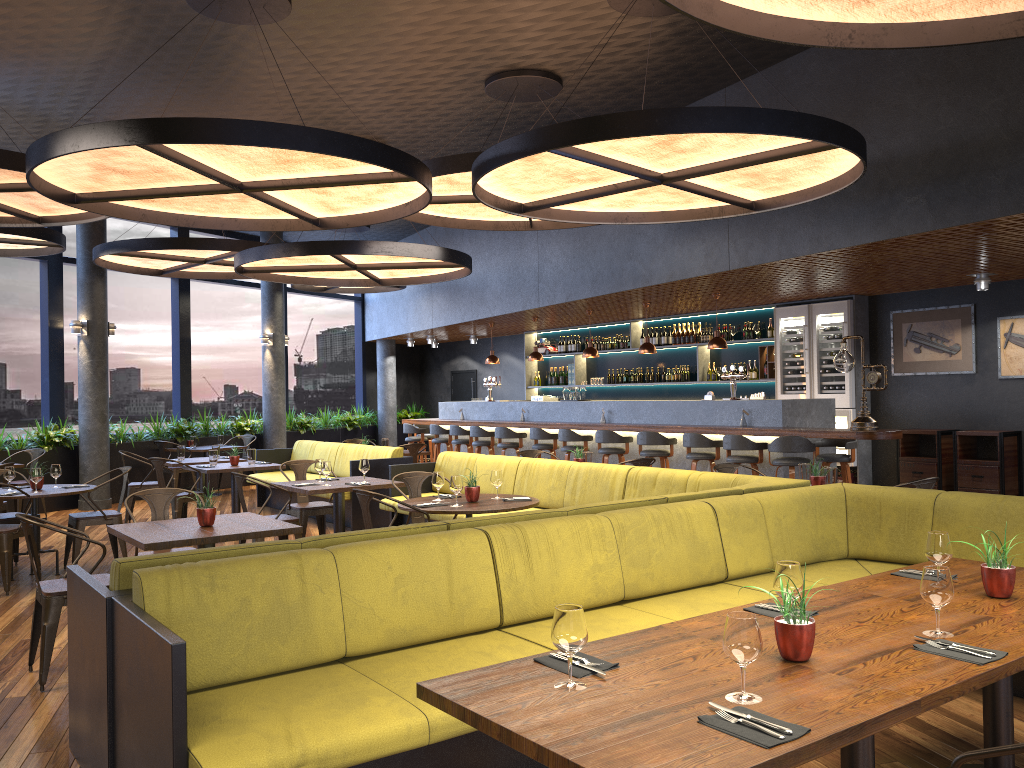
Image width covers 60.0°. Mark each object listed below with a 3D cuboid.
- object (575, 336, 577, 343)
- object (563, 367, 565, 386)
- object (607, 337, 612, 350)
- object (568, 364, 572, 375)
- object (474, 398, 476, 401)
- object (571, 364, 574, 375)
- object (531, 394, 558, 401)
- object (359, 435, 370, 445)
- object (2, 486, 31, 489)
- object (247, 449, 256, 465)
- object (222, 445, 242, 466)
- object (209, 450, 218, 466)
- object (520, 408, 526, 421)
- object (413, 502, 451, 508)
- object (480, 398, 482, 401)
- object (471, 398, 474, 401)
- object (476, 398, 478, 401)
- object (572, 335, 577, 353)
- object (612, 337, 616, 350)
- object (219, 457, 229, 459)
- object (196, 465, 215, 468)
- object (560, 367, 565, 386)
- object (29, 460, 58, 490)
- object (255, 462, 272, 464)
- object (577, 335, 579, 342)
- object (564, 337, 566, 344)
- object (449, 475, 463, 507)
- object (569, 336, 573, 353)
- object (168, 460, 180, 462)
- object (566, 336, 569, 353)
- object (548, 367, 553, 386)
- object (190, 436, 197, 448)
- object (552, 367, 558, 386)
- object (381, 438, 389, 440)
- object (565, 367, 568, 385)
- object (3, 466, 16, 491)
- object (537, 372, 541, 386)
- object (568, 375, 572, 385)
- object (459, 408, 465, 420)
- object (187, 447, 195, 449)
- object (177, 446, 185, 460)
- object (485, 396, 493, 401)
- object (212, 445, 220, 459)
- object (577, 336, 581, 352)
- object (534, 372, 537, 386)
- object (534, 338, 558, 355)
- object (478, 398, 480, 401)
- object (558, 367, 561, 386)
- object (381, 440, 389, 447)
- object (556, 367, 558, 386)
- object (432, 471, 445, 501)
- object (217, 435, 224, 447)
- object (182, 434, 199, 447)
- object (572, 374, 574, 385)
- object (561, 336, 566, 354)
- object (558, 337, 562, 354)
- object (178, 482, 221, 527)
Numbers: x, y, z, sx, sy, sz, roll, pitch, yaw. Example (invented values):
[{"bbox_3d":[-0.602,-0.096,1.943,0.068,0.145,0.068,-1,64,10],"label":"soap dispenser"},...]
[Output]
[{"bbox_3d":[1.139,-0.712,15.960,0.085,0.310,0.086,-1,-1,-9],"label":"object"},{"bbox_3d":[0.946,-0.142,16.265,0.094,0.340,0.094,-1,-1,-26],"label":"object"},{"bbox_3d":[1.664,-0.687,15.100,0.088,0.224,0.088,0,-1,-41],"label":"object"},{"bbox_3d":[1.069,-0.265,15.953,0.080,0.192,0.098,-1,-1,-36],"label":"object"},{"bbox_3d":[-0.670,0.283,15.970,0.042,0.059,0.042,-1,-1,-38],"label":"object"},{"bbox_3d":[1.127,-0.267,15.870,0.080,0.192,0.098,-1,-1,-36],"label":"object"},{"bbox_3d":[0.541,0.479,16.466,0.550,0.569,0.355,-1,-1,-36],"label":"object"},{"bbox_3d":[-1.969,0.793,11.855,0.238,0.271,0.260,-1,-1,-31],"label":"object"},{"bbox_3d":[-4.419,0.923,7.928,0.255,0.019,0.157,-1,-1,32],"label":"object"},{"bbox_3d":[-3.000,0.839,10.215,0.102,0.178,0.102,-1,-1,20],"label":"object"},{"bbox_3d":[-3.169,0.796,10.160,0.238,0.271,0.260,-1,-1,3],"label":"object"},{"bbox_3d":[-3.420,0.846,10.155,0.102,0.178,0.102,-1,-1,-30],"label":"object"},{"bbox_3d":[0.170,0.470,13.674,0.114,0.203,0.069,-1,-1,15],"label":"object"},{"bbox_3d":[-0.548,0.832,6.141,0.255,0.019,0.157,-1,-1,-33],"label":"object"},{"bbox_3d":[-0.556,0.282,16.059,0.042,0.059,0.042,-1,-1,-38],"label":"object"},{"bbox_3d":[-0.708,0.283,15.943,0.042,0.059,0.042,-1,-1,-38],"label":"object"},{"bbox_3d":[-0.627,0.282,15.988,0.042,0.059,0.042,-1,-1,-38],"label":"object"},{"bbox_3d":[1.116,-0.713,15.825,0.085,0.310,0.086,-1,-1,-3],"label":"object"},{"bbox_3d":[1.755,-0.688,15.156,0.088,0.224,0.088,0,-1,-41],"label":"object"},{"bbox_3d":[-3.658,0.945,11.394,0.157,0.019,0.255,-1,-1,-36],"label":"object"},{"bbox_3d":[-3.457,0.925,9.985,0.157,0.019,0.255,-1,-1,-36],"label":"object"},{"bbox_3d":[0.921,-0.143,16.139,0.094,0.340,0.094,-1,-1,4],"label":"object"},{"bbox_3d":[-4.150,0.787,7.752,0.260,0.271,0.238,-1,-1,3],"label":"object"},{"bbox_3d":[-2.900,0.919,10.348,0.157,0.019,0.255,-1,-1,-36],"label":"object"},{"bbox_3d":[1.193,-0.714,15.881,0.085,0.310,0.086,-1,-1,5],"label":"object"},{"bbox_3d":[0.959,-0.706,16.204,0.085,0.310,0.086,-1,-1,5],"label":"object"},{"bbox_3d":[-0.382,0.734,6.095,0.097,0.206,0.097,-1,-1,3],"label":"object"},{"bbox_3d":[1.057,-0.711,15.910,0.085,0.310,0.086,-1,-1,-17],"label":"object"},{"bbox_3d":[-4.215,0.951,11.030,0.157,0.019,0.255,-1,-1,-36],"label":"object"},{"bbox_3d":[1.014,-0.708,16.123,0.085,0.310,0.086,-1,-1,-25],"label":"object"},{"bbox_3d":[0.720,-0.137,16.376,0.094,0.340,0.094,-1,-1,-14],"label":"object"},{"bbox_3d":[-5.029,0.919,13.990,0.102,0.178,0.102,-2,-1,36],"label":"object"},{"bbox_3d":[0.788,-0.139,16.304,0.094,0.340,0.094,-1,-1,-22],"label":"object"},{"bbox_3d":[-1.752,0.840,12.259,0.102,0.178,0.102,-1,-1,0],"label":"object"},{"bbox_3d":[1.018,-0.144,16.182,0.094,0.340,0.094,-1,-1,-14],"label":"object"},{"bbox_3d":[-4.395,0.826,7.757,0.097,0.206,0.097,-1,-1,6],"label":"object"},{"bbox_3d":[0.508,-0.096,16.809,0.079,0.281,0.079,-1,-1,-32],"label":"object"},{"bbox_3d":[1.071,-0.073,15.950,0.080,0.192,0.098,-1,-1,-36],"label":"object"},{"bbox_3d":[-0.860,0.504,15.073,0.114,0.203,0.069,-1,-1,12],"label":"object"},{"bbox_3d":[-5.064,0.998,13.826,0.255,0.019,0.157,-1,-1,30],"label":"object"},{"bbox_3d":[-4.178,0.872,11.201,0.102,0.178,0.102,-1,-1,30],"label":"object"},{"bbox_3d":[-0.206,0.255,16.369,0.766,0.106,0.200,-1,-1,-36],"label":"object"},{"bbox_3d":[-3.758,0.865,11.260,0.102,0.178,0.102,-1,-1,30],"label":"object"},{"bbox_3d":[1.189,-0.698,15.734,0.083,0.301,0.083,-1,-1,-29],"label":"object"},{"bbox_3d":[0.453,-0.094,16.881,0.079,0.281,0.079,-1,-1,-17],"label":"object"},{"bbox_3d":[0.617,-0.699,16.629,0.229,0.319,0.579,-1,-1,-36],"label":"object"},{"bbox_3d":[-0.597,0.282,16.030,0.042,0.059,0.042,-1,-1,-38],"label":"object"},{"bbox_3d":[0.888,-0.140,16.343,0.094,0.340,0.094,-1,-1,-14],"label":"object"},{"bbox_3d":[-1.693,0.834,11.839,0.102,0.178,0.102,-2,-1,40],"label":"object"},{"bbox_3d":[0.816,-0.138,16.417,0.094,0.340,0.094,-1,-1,-30],"label":"object"},{"bbox_3d":[-0.536,0.741,6.447,0.097,0.206,0.097,-1,-1,-11],"label":"object"},{"bbox_3d":[-4.668,0.915,14.213,0.102,0.178,0.102,0,-1,-44],"label":"object"},{"bbox_3d":[-5.183,0.879,14.261,0.260,0.271,0.238,-1,-1,-34],"label":"object"},{"bbox_3d":[1.130,-0.075,15.868,0.080,0.192,0.098,-1,-1,-36],"label":"object"},{"bbox_3d":[0.935,-0.707,16.071,0.085,0.310,0.086,-1,-1,-9],"label":"object"},{"bbox_3d":[0.882,-0.706,16.148,0.085,0.310,0.086,-1,-1,-3],"label":"object"},{"bbox_3d":[-1.846,0.717,5.335,0.260,0.271,0.238,-1,-1,-1],"label":"object"}]
